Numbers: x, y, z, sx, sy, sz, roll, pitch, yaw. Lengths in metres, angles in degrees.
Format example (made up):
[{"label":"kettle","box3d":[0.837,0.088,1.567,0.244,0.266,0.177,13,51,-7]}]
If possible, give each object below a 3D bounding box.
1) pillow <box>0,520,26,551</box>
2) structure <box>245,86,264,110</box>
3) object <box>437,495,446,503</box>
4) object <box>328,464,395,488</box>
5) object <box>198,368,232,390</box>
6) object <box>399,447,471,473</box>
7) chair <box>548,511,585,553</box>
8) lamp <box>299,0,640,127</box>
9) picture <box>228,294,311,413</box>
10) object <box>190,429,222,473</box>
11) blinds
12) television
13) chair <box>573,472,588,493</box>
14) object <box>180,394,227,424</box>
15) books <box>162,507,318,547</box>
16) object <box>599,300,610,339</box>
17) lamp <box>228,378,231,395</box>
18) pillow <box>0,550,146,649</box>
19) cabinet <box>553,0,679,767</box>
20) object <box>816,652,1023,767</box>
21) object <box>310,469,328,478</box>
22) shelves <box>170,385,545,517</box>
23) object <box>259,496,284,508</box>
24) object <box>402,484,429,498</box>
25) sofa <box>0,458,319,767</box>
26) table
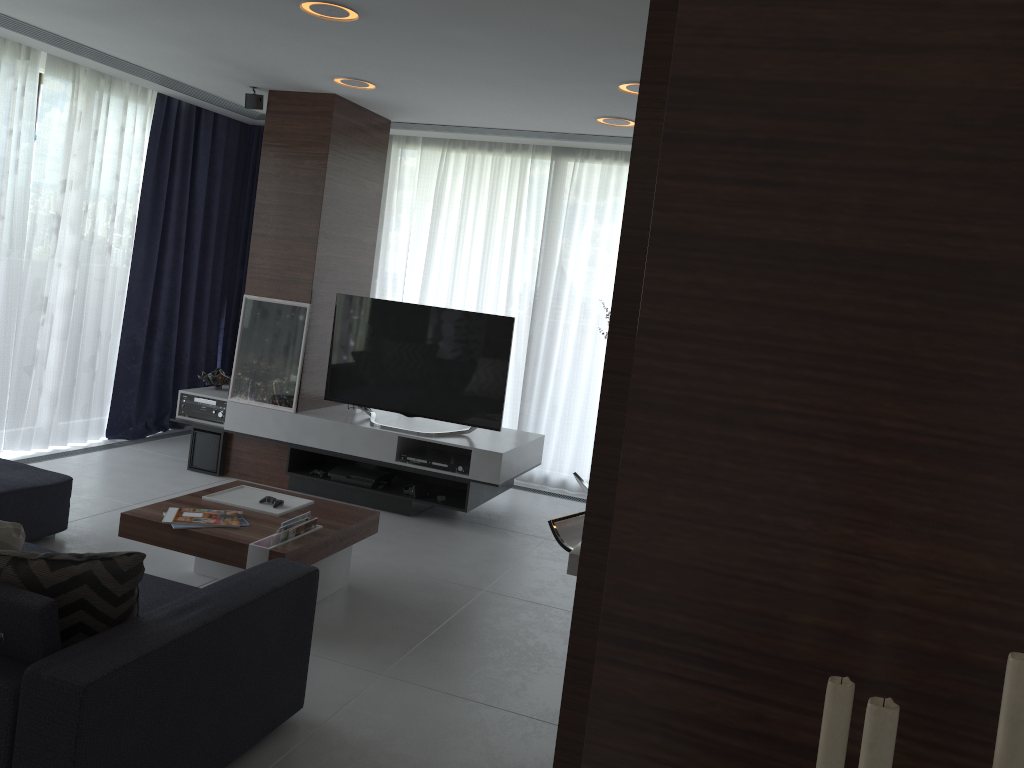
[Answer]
[{"label":"pillow","box3d":[-1.631,0.532,2.529,0.416,0.350,0.282,5,4,-29]},{"label":"structure","box3d":[-1.683,-1.860,5.772,0.084,0.142,0.114,7,3,8]},{"label":"object","box3d":[-0.424,0.694,5.320,0.044,0.043,0.043,8,4,19]},{"label":"object","box3d":[-0.955,0.581,5.618,0.315,0.067,0.314,9,6,18]},{"label":"object","box3d":[-2.043,-0.037,6.198,0.310,0.149,0.138,5,4,-24]},{"label":"object","box3d":[-0.428,0.470,5.455,0.432,0.053,0.336,9,7,18]},{"label":"chair","box3d":[0.379,0.844,3.038,0.467,0.707,0.395,9,3,36]},{"label":"lamp","box3d":[2.043,-1.089,2.713,9.592,0.084,5.370,8,6,5]},{"label":"picture","box3d":[-1.566,-0.201,5.700,0.502,0.698,0.053,8,2,18]},{"label":"object","box3d":[-1.980,0.437,5.932,0.214,0.250,0.254,8,4,18]},{"label":"blinds","box3d":[-0.966,-0.418,3.546,5.824,2.762,7.142,9,6,22]},{"label":"television","box3d":[-0.602,-0.111,5.589,1.235,0.784,0.297,9,2,18]},{"label":"chair","box3d":[0.476,0.779,3.727,0.463,0.707,0.398,7,3,-9]},{"label":"object","box3d":[-2.003,0.158,6.053,0.371,0.150,0.369,9,6,18]},{"label":"books","box3d":[2.599,1.121,3.869,8.230,0.372,0.407,7,4,-3]},{"label":"object","box3d":[0.400,0.107,2.696,0.388,0.732,0.198,7,2,0]},{"label":"lamp","box3d":[-1.866,-0.022,5.981,0.077,0.210,0.154,6,3,-24]},{"label":"pillow","box3d":[-1.173,0.587,2.299,0.414,0.384,0.223,6,3,-11]},{"label":"cabinet","box3d":[1.113,-0.087,3.887,0.789,2.541,3.339,8,4,18]},{"label":"object","box3d":[0.187,0.330,0.452,0.101,0.425,0.101,7,2,2]},{"label":"object","box3d":[-1.224,0.564,5.618,0.113,0.036,0.070,11,6,31]},{"label":"shelves","box3d":[-1.050,0.443,5.944,2.358,0.497,0.874,9,5,18]},{"label":"object","box3d":[-1.100,0.537,4.057,0.113,0.036,0.070,11,6,31]},{"label":"object","box3d":[-0.603,0.641,5.443,0.116,0.079,0.185,3,7,-42]},{"label":"sofa","box3d":[-2.010,0.570,3.284,2.883,0.606,1.902,9,6,18]},{"label":"table","box3d":[-1.148,0.733,3.932,0.803,0.351,0.807,9,6,18]}]
